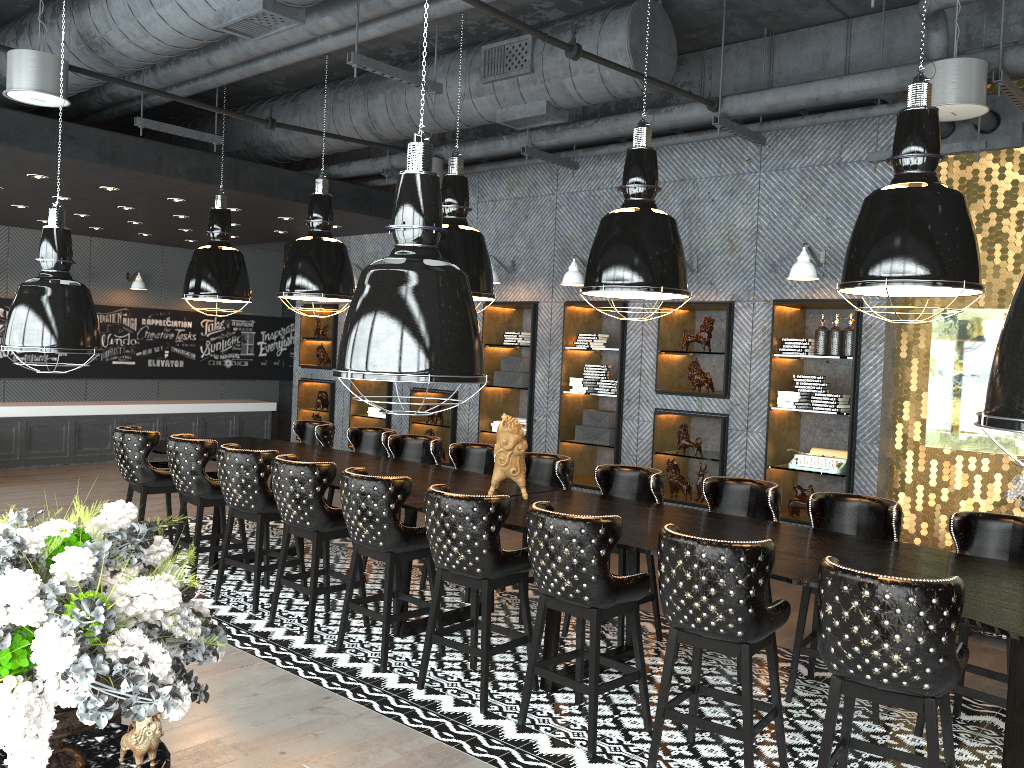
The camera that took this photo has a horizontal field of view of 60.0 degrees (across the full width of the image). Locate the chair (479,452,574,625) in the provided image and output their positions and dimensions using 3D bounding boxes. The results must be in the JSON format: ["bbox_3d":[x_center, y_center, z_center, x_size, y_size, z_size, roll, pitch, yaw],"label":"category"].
[{"bbox_3d":[0.137,1.057,6.284,0.568,1.092,0.504,1,2,-41],"label":"chair"}]

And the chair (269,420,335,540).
[{"bbox_3d":[-1.941,0.901,8.177,0.568,1.092,0.504,1,2,-40],"label":"chair"}]

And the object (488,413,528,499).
[{"bbox_3d":[-0.004,0.448,5.647,0.249,0.545,0.475,3,2,4],"label":"object"}]

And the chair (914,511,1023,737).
[{"bbox_3d":[2.383,1.220,4.409,0.568,1.092,0.504,1,2,-40],"label":"chair"}]

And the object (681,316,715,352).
[{"bbox_3d":[1.682,-0.454,8.019,0.292,0.325,0.152,4,2,39],"label":"object"}]

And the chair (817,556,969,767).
[{"bbox_3d":[1.406,1.214,3.335,0.504,1.092,0.568,3,2,34],"label":"chair"}]

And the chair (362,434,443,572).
[{"bbox_3d":[-0.861,0.980,7.244,0.504,1.092,0.568,3,2,32],"label":"chair"}]

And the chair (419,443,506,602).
[{"bbox_3d":[-0.331,1.019,6.780,0.504,1.092,0.568,4,2,36],"label":"chair"}]

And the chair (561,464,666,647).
[{"bbox_3d":[0.695,1.099,5.767,0.504,1.092,0.568,4,2,43],"label":"chair"}]

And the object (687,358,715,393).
[{"bbox_3d":[1.705,-0.067,7.988,0.159,0.337,0.242,1,2,-44],"label":"object"}]

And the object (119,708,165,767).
[{"bbox_3d":[-0.940,0.891,2.270,0.086,0.183,0.136,1,2,-42],"label":"object"}]

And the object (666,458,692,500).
[{"bbox_3d":[1.532,0.871,8.128,0.266,0.359,0.168,4,2,34],"label":"object"}]

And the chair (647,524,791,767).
[{"bbox_3d":[0.889,1.174,3.854,0.504,1.092,0.568,4,2,35],"label":"chair"}]

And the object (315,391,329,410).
[{"bbox_3d":[-2.494,0.211,11.711,0.126,0.249,0.253,3,2,16],"label":"object"}]

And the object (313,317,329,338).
[{"bbox_3d":[-2.485,-0.742,11.601,0.290,0.290,0.097,4,2,40],"label":"object"}]

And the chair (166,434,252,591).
[{"bbox_3d":[-2.311,0.937,6.669,0.568,1.092,0.504,1,2,-40],"label":"chair"}]

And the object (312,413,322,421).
[{"bbox_3d":[-2.527,0.564,11.670,0.269,0.362,0.170,4,2,34],"label":"object"}]

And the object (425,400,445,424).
[{"bbox_3d":[-0.905,0.304,10.254,0.317,0.306,0.143,4,2,36],"label":"object"}]

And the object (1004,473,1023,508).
[{"bbox_3d":[3.819,0.719,5.872,0.847,0.663,0.875,2,2,-18],"label":"object"}]

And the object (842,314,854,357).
[{"bbox_3d":[2.708,-0.388,7.099,0.109,0.349,0.109,3,1,11],"label":"object"}]

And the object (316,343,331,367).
[{"bbox_3d":[-2.460,-0.370,11.622,0.155,0.329,0.236,1,2,-44],"label":"object"}]

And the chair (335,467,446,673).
[{"bbox_3d":[-0.745,1.055,5.228,0.568,1.092,0.504,1,2,-44],"label":"chair"}]

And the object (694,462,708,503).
[{"bbox_3d":[1.748,0.882,7.982,0.198,0.358,0.116,2,2,-19],"label":"object"}]

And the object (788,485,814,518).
[{"bbox_3d":[2.451,0.980,7.296,0.164,0.303,0.341,1,2,-44],"label":"object"}]

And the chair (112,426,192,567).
[{"bbox_3d":[-2.901,0.896,7.095,0.568,1.092,0.504,1,2,-40],"label":"chair"}]

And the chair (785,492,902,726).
[{"bbox_3d":[1.838,1.180,4.878,0.504,1.092,0.568,3,2,34],"label":"chair"}]

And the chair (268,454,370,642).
[{"bbox_3d":[-1.272,1.015,5.704,0.504,1.092,0.568,4,2,44],"label":"chair"}]

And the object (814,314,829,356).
[{"bbox_3d":[2.536,-0.401,7.252,0.109,0.349,0.109,2,1,-4],"label":"object"}]

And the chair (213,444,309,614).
[{"bbox_3d":[-1.781,0.977,6.190,0.504,1.092,0.568,4,2,38],"label":"chair"}]

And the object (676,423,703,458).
[{"bbox_3d":[1.601,0.504,8.000,0.134,0.294,0.257,1,2,-41],"label":"object"}]

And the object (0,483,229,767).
[{"bbox_3d":[-1.169,0.635,2.252,0.847,0.663,0.875,2,2,-18],"label":"object"}]

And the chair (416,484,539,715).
[{"bbox_3d":[-0.201,1.096,4.718,0.504,1.092,0.568,4,2,39],"label":"chair"}]

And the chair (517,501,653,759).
[{"bbox_3d":[0.332,1.135,4.285,0.568,1.092,0.504,1,2,-45],"label":"chair"}]

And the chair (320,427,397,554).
[{"bbox_3d":[-1.314,0.943,7.766,0.504,1.092,0.568,4,2,38],"label":"chair"}]

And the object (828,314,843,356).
[{"bbox_3d":[2.622,-0.394,7.176,0.109,0.349,0.109,3,2,26],"label":"object"}]

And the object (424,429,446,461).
[{"bbox_3d":[-0.897,0.711,10.198,0.177,0.388,0.338,1,2,-41],"label":"object"}]

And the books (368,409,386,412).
[{"bbox_3d":[-1.637,0.329,11.009,0.175,0.024,0.243,4,2,32],"label":"books"}]

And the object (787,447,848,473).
[{"bbox_3d":[2.570,0.630,7.458,0.535,0.149,0.484,4,3,40],"label":"object"}]

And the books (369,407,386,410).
[{"bbox_3d":[-1.643,0.303,10.991,0.179,0.029,0.225,3,2,24],"label":"books"}]

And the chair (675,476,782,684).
[{"bbox_3d":[1.331,1.140,5.384,0.504,1.092,0.568,4,2,43],"label":"chair"}]

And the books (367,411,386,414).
[{"bbox_3d":[-1.651,0.352,10.992,0.227,0.024,0.166,4,2,27],"label":"books"}]

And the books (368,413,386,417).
[{"bbox_3d":[-1.635,0.382,10.989,0.243,0.034,0.179,3,2,10],"label":"books"}]
